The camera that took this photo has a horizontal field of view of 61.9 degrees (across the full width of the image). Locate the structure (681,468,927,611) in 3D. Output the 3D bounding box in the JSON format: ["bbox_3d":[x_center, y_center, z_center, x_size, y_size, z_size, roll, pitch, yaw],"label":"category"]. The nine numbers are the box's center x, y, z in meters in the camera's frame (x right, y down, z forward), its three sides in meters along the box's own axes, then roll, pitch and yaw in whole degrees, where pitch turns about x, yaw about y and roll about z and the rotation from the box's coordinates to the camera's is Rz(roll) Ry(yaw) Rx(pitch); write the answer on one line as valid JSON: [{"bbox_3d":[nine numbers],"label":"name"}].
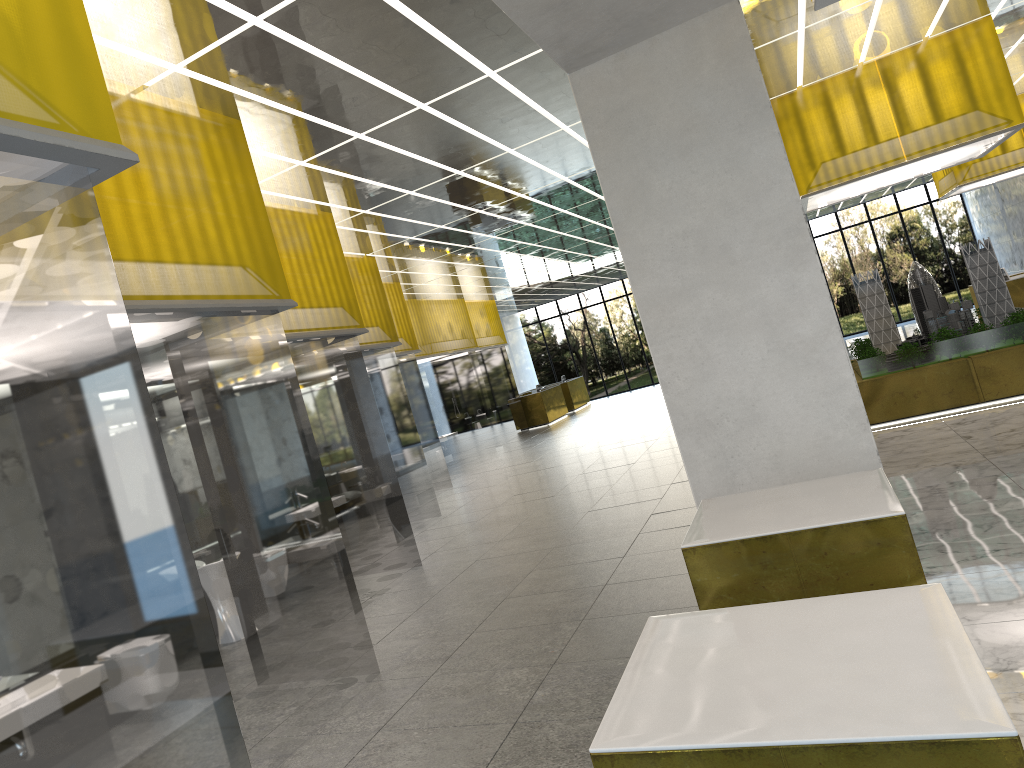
[{"bbox_3d":[2.125,1.425,6.065,1.417,1.175,1.392,-16,-1,23],"label":"structure"}]

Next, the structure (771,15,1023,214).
[{"bbox_3d":[6.545,-4.787,15.279,3.379,2.272,3.129,-16,0,23],"label":"structure"}]

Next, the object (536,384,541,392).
[{"bbox_3d":[1.141,0.386,39.450,0.571,0.669,0.723,-16,-1,22],"label":"object"}]

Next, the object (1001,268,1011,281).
[{"bbox_3d":[13.436,-2.844,22.988,0.571,0.669,0.723,-16,-1,22],"label":"object"}]

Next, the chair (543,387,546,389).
[{"bbox_3d":[2.153,0.794,44.080,1.226,1.496,0.941,-17,-2,40],"label":"chair"}]

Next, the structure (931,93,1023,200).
[{"bbox_3d":[13.132,-6.702,22.727,3.378,2.272,3.006,-16,0,24],"label":"structure"}]

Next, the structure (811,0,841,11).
[{"bbox_3d":[2.398,-3.492,2.736,3.378,2.272,3.128,-16,0,23],"label":"structure"}]

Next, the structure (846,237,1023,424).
[{"bbox_3d":[8.065,-1.182,16.263,4.014,2.574,4.968,-16,0,22],"label":"structure"}]

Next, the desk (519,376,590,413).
[{"bbox_3d":[1.991,0.843,44.226,3.338,1.510,3.360,-16,0,23],"label":"desk"}]

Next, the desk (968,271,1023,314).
[{"bbox_3d":[14.431,-2.368,22.515,3.338,1.510,3.360,-16,0,23],"label":"desk"}]

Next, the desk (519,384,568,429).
[{"bbox_3d":[0.549,1.293,39.867,3.338,1.510,3.360,-16,0,23],"label":"desk"}]

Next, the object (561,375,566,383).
[{"bbox_3d":[2.595,-0.068,43.849,0.571,0.669,0.724,-16,-1,22],"label":"object"}]

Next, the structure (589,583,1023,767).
[{"bbox_3d":[1.274,1.691,3.489,1.417,1.175,1.392,-16,-1,23],"label":"structure"}]
